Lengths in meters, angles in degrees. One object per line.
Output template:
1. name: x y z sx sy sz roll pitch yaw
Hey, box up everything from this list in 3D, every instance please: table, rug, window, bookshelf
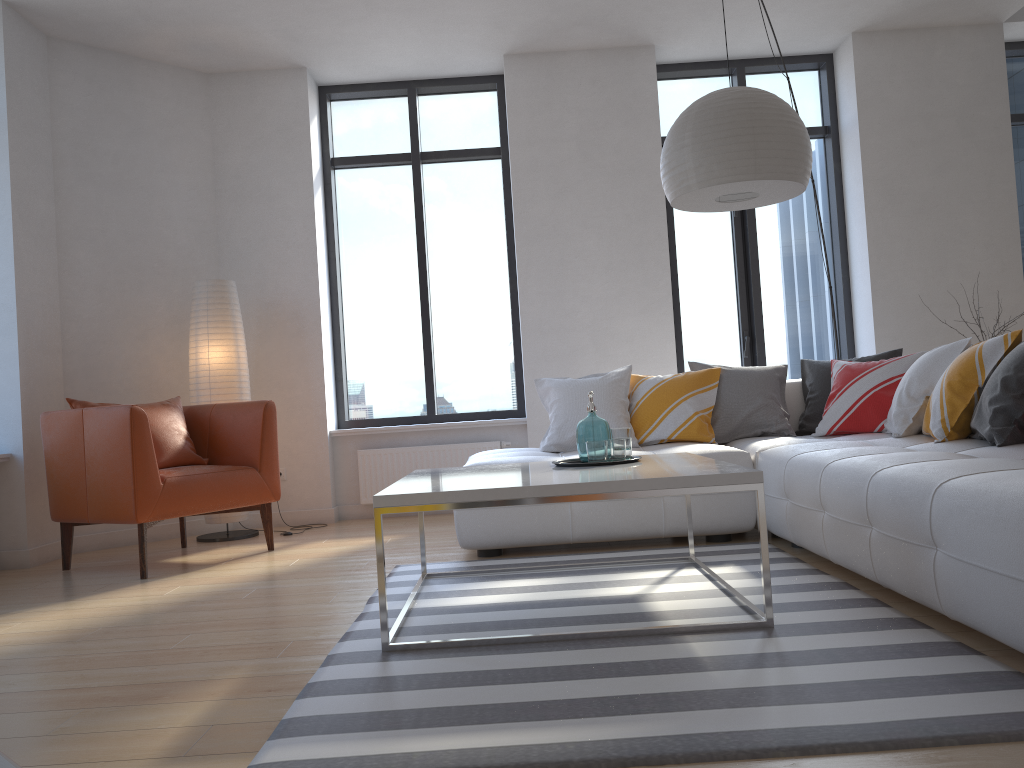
1. table: 0.171 0.510 3.010 1.091 0.435 1.091 -4 -2 0
2. rug: 0.306 0.716 2.770 1.662 0.016 2.326 -4 -2 0
3. window: -0.628 -0.921 6.237 1.310 2.402 0.170 -4 -2 0
4. window: 1.668 -1.068 6.236 1.310 2.402 0.170 -4 -2 0
5. bookshelf: -0.993 -0.278 0.852 0.455 2.052 3.000 -2 -2 -45
6. window: 3.963 -1.215 6.236 1.310 2.402 0.170 -4 -2 0

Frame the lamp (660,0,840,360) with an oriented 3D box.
1. lamp: 1.644 -0.633 4.682 0.710 2.647 3.199 -5 -2 36

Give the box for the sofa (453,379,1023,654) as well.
1. sofa: 1.024 0.331 3.476 2.614 0.732 3.424 -4 -2 0

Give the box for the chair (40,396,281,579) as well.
1. chair: -1.807 0.478 4.561 0.843 0.858 0.896 -5 -2 32

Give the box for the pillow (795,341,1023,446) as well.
1. pillow: 1.817 0.023 3.901 0.608 0.436 2.120 -4 -2 -4

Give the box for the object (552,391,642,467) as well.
1. object: 0.303 0.158 3.254 0.330 0.265 0.330 -4 -2 24

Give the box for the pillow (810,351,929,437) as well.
1. pillow: 1.826 0.039 3.574 0.575 0.449 2.250 -4 -2 -3

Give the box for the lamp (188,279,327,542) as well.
1. lamp: -1.548 0.144 5.463 0.804 1.550 0.502 -2 -2 -40

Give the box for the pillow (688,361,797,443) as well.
1. pillow: 1.493 0.027 3.478 0.647 0.453 2.953 -3 -2 -12

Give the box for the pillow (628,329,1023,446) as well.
1. pillow: 1.284 0.078 4.101 0.630 0.440 2.095 -2 -2 -43

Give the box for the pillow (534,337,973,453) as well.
1. pillow: 1.034 0.082 4.300 2.156 0.456 0.580 -4 -2 26

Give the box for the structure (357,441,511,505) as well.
1. structure: -0.499 0.634 5.862 1.015 0.460 0.110 -4 -2 0

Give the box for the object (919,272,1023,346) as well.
1. object: 2.496 -0.238 4.573 0.607 0.744 0.406 -5 -2 40
